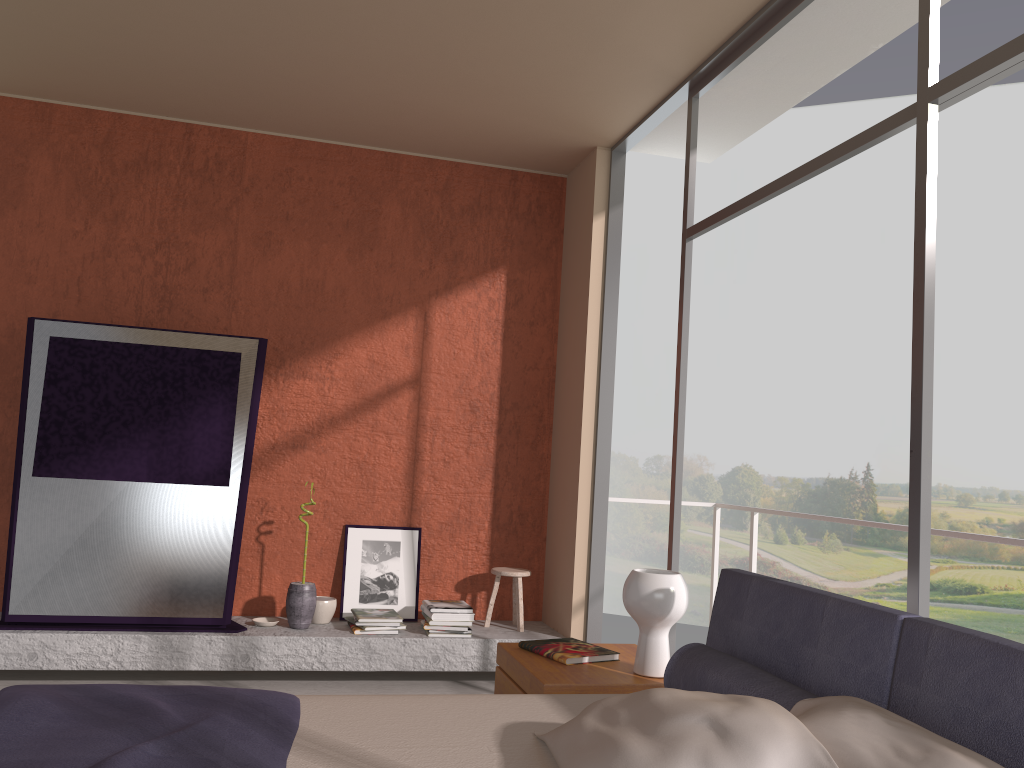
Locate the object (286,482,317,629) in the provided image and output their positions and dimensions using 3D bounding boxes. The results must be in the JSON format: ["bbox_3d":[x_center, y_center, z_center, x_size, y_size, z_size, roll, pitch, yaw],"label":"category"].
[{"bbox_3d":[-1.151,0.946,4.934,0.165,0.810,0.165,3,-5,9],"label":"object"}]

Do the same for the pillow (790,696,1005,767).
[{"bbox_3d":[0.586,0.751,1.575,0.400,0.265,0.791,5,-5,-11],"label":"pillow"}]

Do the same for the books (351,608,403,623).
[{"bbox_3d":[-0.763,1.302,4.991,0.247,0.018,0.328,5,-5,-17],"label":"books"}]

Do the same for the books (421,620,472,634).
[{"bbox_3d":[-0.377,1.386,5.063,0.247,0.018,0.287,5,-5,-14],"label":"books"}]

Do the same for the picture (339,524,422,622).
[{"bbox_3d":[-0.780,1.129,5.297,0.458,0.550,0.117,5,-5,-14],"label":"picture"}]

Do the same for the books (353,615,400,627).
[{"bbox_3d":[-0.762,1.323,4.985,0.247,0.025,0.287,5,-5,-12],"label":"books"}]

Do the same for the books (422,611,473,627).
[{"bbox_3d":[-0.373,1.337,5.062,0.247,0.027,0.328,5,-5,-12],"label":"books"}]

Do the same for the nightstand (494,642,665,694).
[{"bbox_3d":[0.276,1.255,3.102,0.562,0.556,0.628,5,-5,-14],"label":"nightstand"}]

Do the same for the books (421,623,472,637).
[{"bbox_3d":[-0.377,1.403,5.056,0.247,0.018,0.328,5,-5,-12],"label":"books"}]

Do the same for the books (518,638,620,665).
[{"bbox_3d":[0.206,0.969,3.221,0.247,0.025,0.287,7,-6,-33],"label":"books"}]

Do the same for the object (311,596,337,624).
[{"bbox_3d":[-1.102,1.302,5.096,0.179,0.137,0.180,4,-5,-1],"label":"object"}]

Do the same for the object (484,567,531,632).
[{"bbox_3d":[-0.003,1.287,5.305,0.260,0.349,0.257,-2,-7,45],"label":"object"}]

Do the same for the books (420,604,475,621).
[{"bbox_3d":[-0.371,1.304,5.065,0.247,0.038,0.319,5,-5,-17],"label":"books"}]

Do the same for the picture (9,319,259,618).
[{"bbox_3d":[-1.983,0.449,4.665,1.129,1.496,0.126,5,-5,-14],"label":"picture"}]

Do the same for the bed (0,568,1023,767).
[{"bbox_3d":[-0.300,0.891,1.633,2.462,0.959,2.017,5,-5,-14],"label":"bed"}]

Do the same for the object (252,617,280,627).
[{"bbox_3d":[-1.363,1.326,4.908,0.152,0.040,0.152,2,-6,21],"label":"object"}]

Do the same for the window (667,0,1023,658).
[{"bbox_3d":[1.537,-0.119,1.310,0.075,3.133,6.106,5,-5,-14],"label":"window"}]

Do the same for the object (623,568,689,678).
[{"bbox_3d":[0.482,0.805,3.000,0.224,0.338,0.224,4,-5,-3],"label":"object"}]

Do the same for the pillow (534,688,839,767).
[{"bbox_3d":[0.319,0.772,1.875,0.431,0.264,0.869,4,-5,-6],"label":"pillow"}]

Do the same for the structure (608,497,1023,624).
[{"bbox_3d":[1.817,0.906,1.505,0.728,1.005,7.689,5,-5,-14],"label":"structure"}]

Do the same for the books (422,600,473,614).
[{"bbox_3d":[-0.370,1.273,5.073,0.247,0.025,0.287,5,-5,-14],"label":"books"}]

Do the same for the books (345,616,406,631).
[{"bbox_3d":[-0.770,1.346,4.996,0.247,0.018,0.328,6,-6,-29],"label":"books"}]

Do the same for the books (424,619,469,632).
[{"bbox_3d":[-0.373,1.362,5.040,0.247,0.025,0.287,4,-5,-3],"label":"books"}]

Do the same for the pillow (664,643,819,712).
[{"bbox_3d":[0.712,0.797,1.886,0.205,0.201,1.470,5,-5,-14],"label":"pillow"}]

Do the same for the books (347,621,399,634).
[{"bbox_3d":[-0.782,1.367,4.983,0.247,0.025,0.287,5,-5,-17],"label":"books"}]
